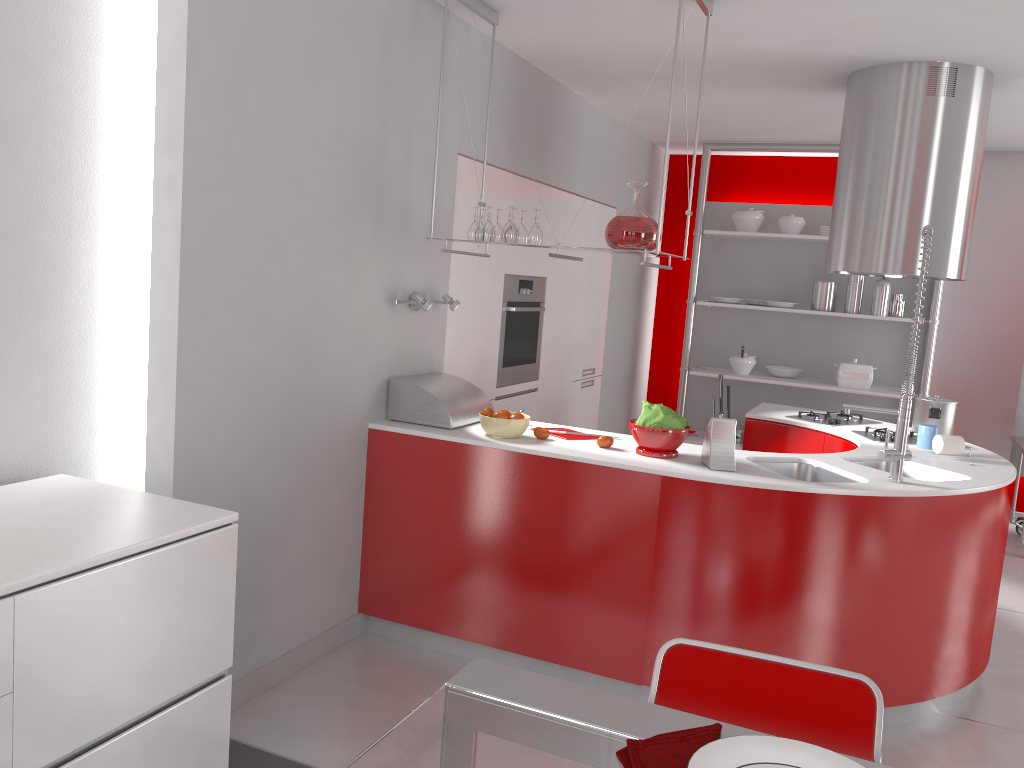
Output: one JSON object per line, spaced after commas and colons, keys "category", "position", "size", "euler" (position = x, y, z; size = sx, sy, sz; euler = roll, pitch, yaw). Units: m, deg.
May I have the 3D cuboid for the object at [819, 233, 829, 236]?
{"category": "object", "position": [2.269, -1.035, 6.234], "size": [0.200, 0.030, 0.200], "euler": [7, 7, 23]}

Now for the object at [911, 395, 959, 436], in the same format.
{"category": "object", "position": [1.998, 0.146, 4.196], "size": [0.189, 0.185, 0.218], "euler": [3, 7, -14]}

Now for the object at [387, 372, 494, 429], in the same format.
{"category": "object", "position": [-0.290, 0.062, 3.765], "size": [0.300, 0.170, 0.400], "euler": [7, 7, 23]}

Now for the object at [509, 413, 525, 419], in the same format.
{"category": "object", "position": [0.018, 0.137, 3.492], "size": [0.066, 0.049, 0.062], "euler": [9, 8, 31]}

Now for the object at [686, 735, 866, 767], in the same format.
{"category": "object", "position": [0.283, 0.413, 0.887], "size": [0.217, 0.015, 0.217], "euler": [0, 8, -30]}

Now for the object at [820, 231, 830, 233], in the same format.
{"category": "object", "position": [2.270, -1.051, 6.232], "size": [0.200, 0.030, 0.200], "euler": [7, 7, 23]}

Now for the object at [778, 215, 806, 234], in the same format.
{"category": "object", "position": [1.991, -1.130, 6.324], "size": [0.192, 0.153, 0.192], "euler": [9, 9, 36]}

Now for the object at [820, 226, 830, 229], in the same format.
{"category": "object", "position": [2.272, -1.081, 6.229], "size": [0.200, 0.030, 0.200], "euler": [7, 7, 23]}

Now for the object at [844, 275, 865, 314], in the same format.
{"category": "object", "position": [2.370, -0.651, 6.125], "size": [0.109, 0.329, 0.110], "euler": [7, 7, 21]}

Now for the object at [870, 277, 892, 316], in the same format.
{"category": "object", "position": [2.507, -0.599, 6.016], "size": [0.115, 0.274, 0.115], "euler": [6, 7, 16]}

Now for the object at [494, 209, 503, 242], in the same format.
{"category": "object", "position": [-0.057, -0.637, 3.594], "size": [0.060, 0.141, 0.060], "euler": [7, 7, 23]}

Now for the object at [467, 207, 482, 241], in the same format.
{"category": "object", "position": [-0.147, -0.641, 3.574], "size": [0.060, 0.141, 0.060], "euler": [7, 7, 23]}

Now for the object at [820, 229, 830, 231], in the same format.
{"category": "object", "position": [2.271, -1.065, 6.231], "size": [0.200, 0.030, 0.200], "euler": [7, 7, 23]}

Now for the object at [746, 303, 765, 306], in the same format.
{"category": "object", "position": [1.847, -0.587, 6.593], "size": [0.280, 0.015, 0.280], "euler": [1, 8, -30]}

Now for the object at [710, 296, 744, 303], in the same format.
{"category": "object", "position": [1.566, -0.608, 6.472], "size": [0.244, 0.042, 0.244], "euler": [5, 7, 8]}

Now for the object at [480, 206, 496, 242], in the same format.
{"category": "object", "position": [-0.092, -0.628, 3.497], "size": [0.060, 0.141, 0.060], "euler": [4, 7, 0]}

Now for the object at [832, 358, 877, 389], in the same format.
{"category": "object", "position": [2.409, -0.081, 6.257], "size": [0.282, 0.197, 0.235], "euler": [6, 7, 13]}

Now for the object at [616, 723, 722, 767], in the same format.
{"category": "object", "position": [0.159, 0.399, 0.947], "size": [0.095, 0.012, 0.234], "euler": [7, 7, 23]}

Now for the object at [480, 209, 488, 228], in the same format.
{"category": "object", "position": [-0.122, -0.649, 3.656], "size": [0.060, 0.141, 0.060], "euler": [7, 7, 23]}

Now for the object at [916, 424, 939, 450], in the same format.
{"category": "object", "position": [1.814, 0.229, 3.887], "size": [0.080, 0.100, 0.109], "euler": [4, 7, -4]}

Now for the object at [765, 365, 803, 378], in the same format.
{"category": "object", "position": [2.001, -0.084, 6.537], "size": [0.272, 0.072, 0.272], "euler": [3, 7, -13]}

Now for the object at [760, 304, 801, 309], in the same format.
{"category": "object", "position": [1.907, -0.549, 6.311], "size": [0.280, 0.015, 0.280], "euler": [-1, 9, -37]}

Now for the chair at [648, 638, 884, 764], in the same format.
{"category": "chair", "position": [0.371, 0.934, 1.482], "size": [0.418, 0.857, 0.460], "euler": [7, 7, 18]}

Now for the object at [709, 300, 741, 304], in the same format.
{"category": "object", "position": [1.565, -0.595, 6.474], "size": [0.280, 0.015, 0.280], "euler": [1, 8, -30]}

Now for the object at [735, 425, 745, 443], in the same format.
{"category": "object", "position": [1.614, 0.356, 6.663], "size": [0.308, 0.130, 0.407], "euler": [8, 8, 30]}

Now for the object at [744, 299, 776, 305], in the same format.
{"category": "object", "position": [1.848, -0.601, 6.592], "size": [0.244, 0.042, 0.244], "euler": [6, 7, 15]}

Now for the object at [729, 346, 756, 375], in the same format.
{"category": "object", "position": [1.692, -0.176, 6.504], "size": [0.192, 0.214, 0.192], "euler": [6, 7, 10]}

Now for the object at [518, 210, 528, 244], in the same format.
{"category": "object", "position": [0.041, -0.627, 3.578], "size": [0.060, 0.141, 0.060], "euler": [7, 7, 23]}

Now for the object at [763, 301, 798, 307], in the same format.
{"category": "object", "position": [1.908, -0.562, 6.310], "size": [0.244, 0.042, 0.244], "euler": [5, 7, 8]}

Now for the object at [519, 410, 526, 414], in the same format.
{"category": "object", "position": [0.041, 0.142, 3.788], "size": [0.043, 0.066, 0.042], "euler": [9, 8, 36]}

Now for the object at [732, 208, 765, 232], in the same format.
{"category": "object", "position": [1.712, -1.184, 6.442], "size": [0.231, 0.191, 0.231], "euler": [1, 8, -26]}

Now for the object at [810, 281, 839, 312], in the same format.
{"category": "object", "position": [2.198, -0.617, 6.252], "size": [0.184, 0.205, 0.172], "euler": [8, 8, 28]}

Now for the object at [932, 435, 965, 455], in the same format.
{"category": "object", "position": [1.843, 0.255, 3.762], "size": [0.100, 0.080, 0.109], "euler": [4, 7, -7]}

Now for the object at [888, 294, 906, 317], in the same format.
{"category": "object", "position": [2.662, -0.546, 6.157], "size": [0.127, 0.157, 0.127], "euler": [9, 8, 33]}
